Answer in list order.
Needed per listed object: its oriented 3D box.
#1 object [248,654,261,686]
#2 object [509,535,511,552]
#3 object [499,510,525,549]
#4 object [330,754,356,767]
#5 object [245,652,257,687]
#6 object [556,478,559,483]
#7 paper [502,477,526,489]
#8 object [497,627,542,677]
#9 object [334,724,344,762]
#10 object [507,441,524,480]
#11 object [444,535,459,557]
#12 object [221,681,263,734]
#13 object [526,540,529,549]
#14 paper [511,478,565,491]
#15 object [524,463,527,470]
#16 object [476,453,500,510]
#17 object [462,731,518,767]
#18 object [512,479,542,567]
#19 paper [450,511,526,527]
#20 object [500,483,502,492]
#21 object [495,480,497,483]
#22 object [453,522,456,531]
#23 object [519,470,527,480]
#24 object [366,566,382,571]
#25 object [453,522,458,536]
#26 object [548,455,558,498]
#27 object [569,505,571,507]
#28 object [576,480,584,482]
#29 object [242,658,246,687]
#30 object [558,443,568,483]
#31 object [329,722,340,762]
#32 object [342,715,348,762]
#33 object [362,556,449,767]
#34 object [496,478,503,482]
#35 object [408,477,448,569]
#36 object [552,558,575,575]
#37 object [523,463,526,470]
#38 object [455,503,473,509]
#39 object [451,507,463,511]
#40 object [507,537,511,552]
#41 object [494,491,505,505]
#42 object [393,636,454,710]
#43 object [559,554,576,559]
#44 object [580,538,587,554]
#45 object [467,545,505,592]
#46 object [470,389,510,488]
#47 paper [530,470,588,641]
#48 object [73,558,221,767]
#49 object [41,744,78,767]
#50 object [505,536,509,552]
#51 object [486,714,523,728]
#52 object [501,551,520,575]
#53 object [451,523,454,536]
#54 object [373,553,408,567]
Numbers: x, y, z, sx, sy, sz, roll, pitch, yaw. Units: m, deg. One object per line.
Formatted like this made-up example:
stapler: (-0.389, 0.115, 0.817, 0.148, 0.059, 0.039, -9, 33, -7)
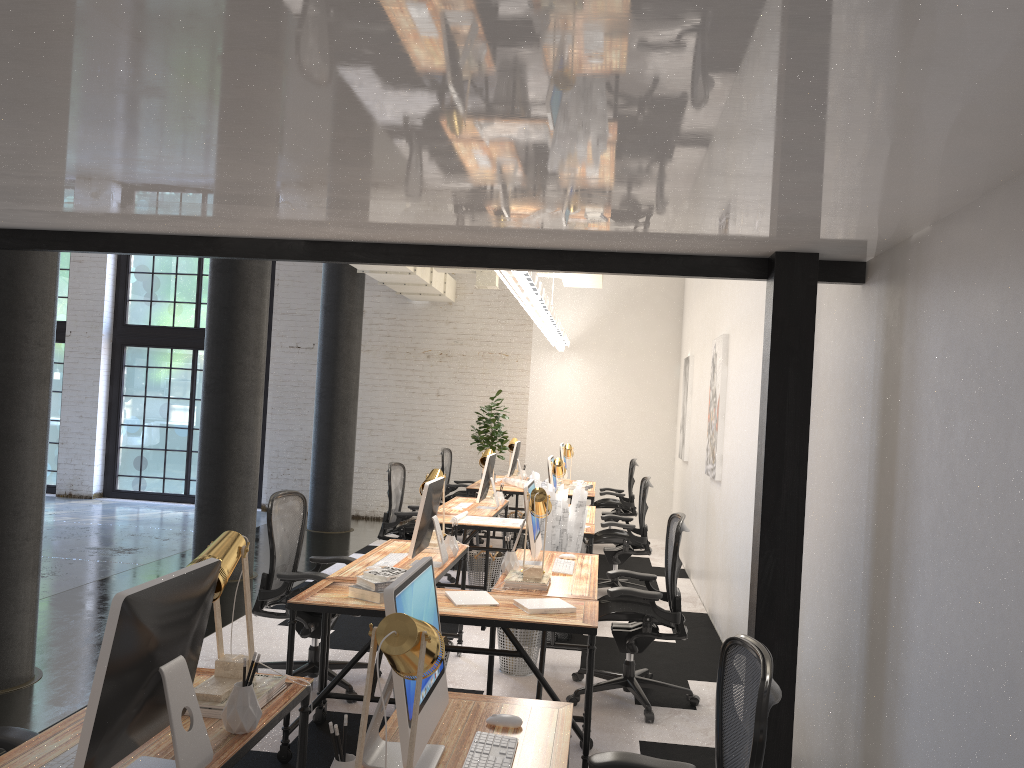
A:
object: (-0.721, 0.841, 2.425, 0.054, 0.207, 0.008, 3, -1, -7)
object: (-0.012, 0.941, 4.892, 0.008, 0.207, 0.054, 3, -1, -11)
object: (0.014, 1.667, 10.223, 0.353, 0.435, 0.359, 3, -1, 2)
object: (-0.372, 0.890, 1.961, 0.101, 0.126, 0.101, 4, -1, -39)
object: (-0.732, 0.839, 2.430, 0.054, 0.207, 0.008, 4, -1, -29)
object: (0.498, 1.128, 10.434, 0.101, 0.126, 0.101, 4, -1, -39)
paper: (0.082, 1.111, 9.864, 0.083, 0.082, 1.134, 4, -1, -19)
object: (0.047, 1.574, 5.532, 0.353, 0.435, 0.359, 3, -1, 2)
object: (-0.370, 0.848, 1.947, 0.054, 0.207, 0.008, 4, -1, -29)
object: (0.051, 0.926, 10.560, 0.189, 0.485, 0.484, 3, -1, 6)
object: (-0.371, 0.974, 5.331, 0.101, 0.126, 0.101, 4, -1, -39)
object: (-0.735, 0.881, 2.415, 0.101, 0.126, 0.101, 4, -1, -39)
object: (0.300, 1.660, 8.418, 0.353, 0.435, 0.359, 3, -1, 2)
paper: (0.248, 1.120, 9.846, 0.083, 0.082, 1.134, 4, -1, -29)
object: (0.149, 1.078, 10.897, 0.054, 0.207, 0.008, 3, -1, -7)
object: (-0.202, 0.867, 7.889, 0.189, 0.485, 0.484, 3, -1, 6)
object: (-0.063, 0.969, 2.242, 0.118, 0.017, 0.439, 3, -1, 6)
object: (0.096, 0.818, 5.209, 0.189, 0.485, 0.484, 3, -1, 6)
paper: (-0.150, 1.069, 7.065, 0.625, 0.061, 0.568, 3, -1, 3)
object: (-0.110, 1.017, 8.203, 0.008, 0.207, 0.054, 3, -1, -11)
object: (-0.221, 1.130, 10.281, 0.106, 0.029, 0.059, 3, -1, 7)
object: (-0.368, 0.932, 5.346, 0.054, 0.207, 0.008, 4, -1, -29)
object: (0.135, 1.118, 10.888, 0.101, 0.126, 0.101, 4, -1, -39)
object: (-0.727, 0.986, 4.724, 0.106, 0.029, 0.059, 3, -1, 7)
object: (-0.357, 0.933, 5.340, 0.054, 0.207, 0.008, 3, -1, -7)
object: (0.350, 0.904, 8.095, 0.189, 0.485, 0.484, 3, -1, 6)
object: (0.596, 1.151, 8.370, 0.106, 0.029, 0.059, 3, -1, 7)
object: (0.848, 1.210, 11.041, 0.106, 0.029, 0.059, 3, -1, 7)
object: (-0.727, 0.839, 2.401, 0.008, 0.207, 0.054, 3, -1, -11)
object: (0.602, 0.962, 10.766, 0.189, 0.485, 0.484, 3, -1, 6)
object: (-0.382, 0.848, 1.953, 0.054, 0.207, 0.008, 3, -1, -7)
object: (-0.376, 0.848, 1.976, 0.008, 0.207, 0.054, 3, -1, -11)
object: (-0.268, 0.725, 2.293, 0.189, 0.485, 0.484, 3, -1, 6)
object: (-0.181, 1.147, 10.606, 0.118, 0.017, 0.439, 3, -1, 6)
object: (-0.455, 0.781, 5.003, 0.189, 0.485, 0.484, 3, -1, 6)
object: (0.301, 1.062, 5.158, 0.118, 0.017, 0.439, 3, -1, 6)
object: (0.138, 1.077, 10.903, 0.054, 0.207, 0.008, 4, -1, -29)
object: (-0.434, 1.088, 7.935, 0.118, 0.017, 0.439, 3, -1, 6)
object: (-0.474, 1.071, 7.610, 0.106, 0.029, 0.059, 3, -1, 7)
object: (-0.006, 0.941, 4.863, 0.054, 0.207, 0.008, 4, -1, -29)
object: (-0.118, 1.060, 8.217, 0.101, 0.126, 0.101, 4, -1, -39)
object: (-0.492, 1.522, 4.666, 0.353, 0.435, 0.359, 3, -1, 2)
object: (0.342, 1.066, 5.483, 0.106, 0.029, 0.059, 3, -1, 7)
object: (0.555, 1.680, 9.798, 0.544, 0.455, 0.221, 3, -1, 6)
object: (-0.238, 1.608, 7.552, 0.353, 0.435, 0.359, 3, -1, 2)
object: (-0.245, 0.592, 9.725, 0.439, 1.077, 0.514, 3, -1, -3)
paper: (0.318, 1.229, 6.433, 0.412, 1.198, 0.440, 3, -1, -16)
object: (-0.819, 0.688, 2.087, 0.189, 0.485, 0.484, 3, -1, 6)
object: (-1.051, 0.910, 2.133, 0.118, 0.017, 0.439, 3, -1, 6)
object: (-0.018, 0.941, 4.868, 0.054, 0.207, 0.008, 3, -1, -7)
object: (-0.022, 0.973, 2.568, 0.106, 0.029, 0.059, 3, -1, 7)
object: (-0.008, 0.983, 4.877, 0.101, 0.126, 0.101, 4, -1, -39)
object: (-0.363, 0.932, 5.317, 0.008, 0.207, 0.054, 3, -1, -11)
object: (-0.687, 1.002, 5.049, 0.118, 0.017, 0.439, 3, -1, 6)
